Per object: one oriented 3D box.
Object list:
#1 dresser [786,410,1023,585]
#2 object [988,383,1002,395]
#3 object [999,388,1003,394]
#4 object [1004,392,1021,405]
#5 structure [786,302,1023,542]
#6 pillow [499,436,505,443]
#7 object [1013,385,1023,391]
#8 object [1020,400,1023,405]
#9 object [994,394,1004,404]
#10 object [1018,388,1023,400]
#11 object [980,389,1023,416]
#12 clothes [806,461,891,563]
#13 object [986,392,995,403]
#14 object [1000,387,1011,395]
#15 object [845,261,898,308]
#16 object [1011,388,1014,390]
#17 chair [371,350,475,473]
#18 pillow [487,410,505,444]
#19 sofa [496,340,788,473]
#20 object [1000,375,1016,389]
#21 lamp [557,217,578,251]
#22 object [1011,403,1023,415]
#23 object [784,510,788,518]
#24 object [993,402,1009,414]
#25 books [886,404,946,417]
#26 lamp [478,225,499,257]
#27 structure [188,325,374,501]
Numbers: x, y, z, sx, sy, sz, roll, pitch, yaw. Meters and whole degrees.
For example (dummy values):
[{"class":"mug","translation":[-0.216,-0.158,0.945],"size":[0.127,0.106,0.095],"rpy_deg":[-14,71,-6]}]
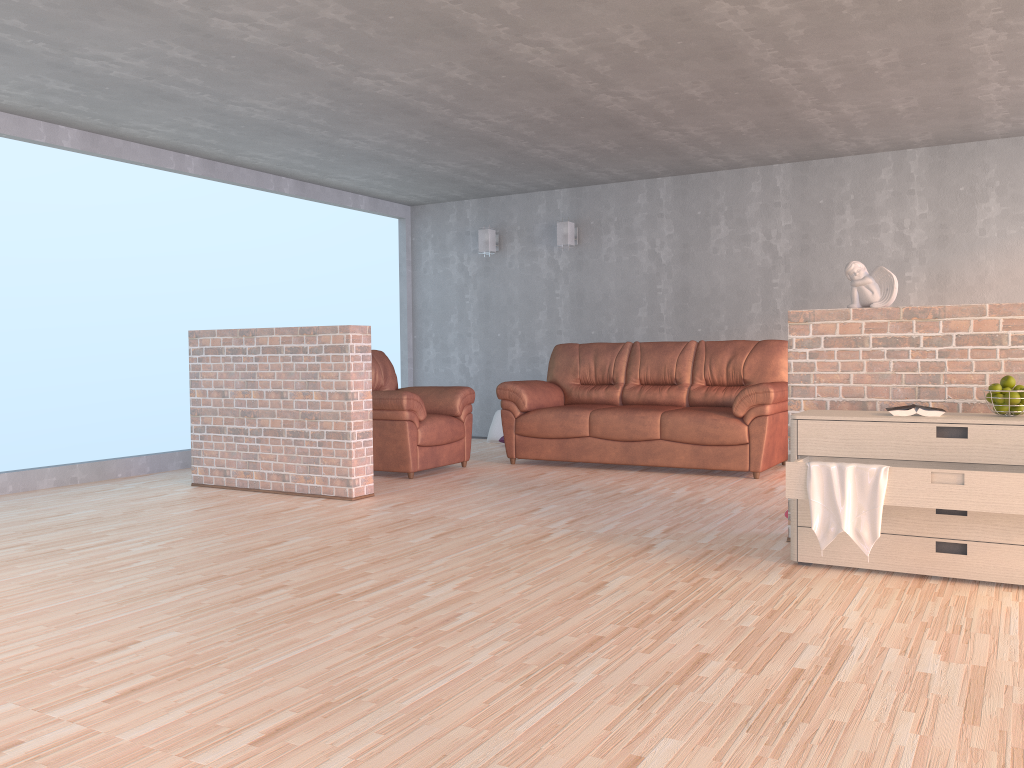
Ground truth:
[{"class":"dresser","translation":[1.901,0.436,3.260],"size":[1.686,0.612,0.605],"rpy_deg":[0,2,30]},{"class":"object","translation":[1.851,0.019,3.398],"size":[0.046,0.045,0.046],"rpy_deg":[0,2,29]},{"class":"object","translation":[1.892,0.029,3.447],"size":[0.054,0.053,0.049],"rpy_deg":[-2,2,-29]},{"class":"object","translation":[1.894,0.055,3.359],"size":[0.057,0.057,0.057],"rpy_deg":[-2,2,-27]},{"class":"structure","translation":[1.917,0.195,3.776],"size":[1.422,1.057,0.211],"rpy_deg":[0,2,30]},{"class":"pillow","translation":[0.113,0.514,8.474],"size":[0.365,0.130,0.392],"rpy_deg":[-2,3,-40]},{"class":"object","translation":[1.940,0.024,3.390],"size":[0.043,0.043,0.039],"rpy_deg":[0,2,15]},{"class":"object","translation":[1.962,0.057,3.403],"size":[0.053,0.054,0.053],"rpy_deg":[-2,2,-25]},{"class":"object","translation":[1.859,0.056,3.381],"size":[0.038,0.040,0.039],"rpy_deg":[1,2,38]},{"class":"object","translation":[1.936,0.038,3.348],"size":[0.046,0.047,0.047],"rpy_deg":[-1,2,-22]},{"class":"object","translation":[1.911,0.073,3.407],"size":[0.202,0.104,0.202],"rpy_deg":[0,2,23]},{"class":"clothes","translation":[1.255,0.477,3.300],"size":[0.325,0.369,0.097],"rpy_deg":[1,2,31]},{"class":"object","translation":[1.856,0.051,3.424],"size":[0.046,0.044,0.046],"rpy_deg":[0,2,26]},{"class":"object","translation":[1.889,0.031,3.392],"size":[0.039,0.038,0.039],"rpy_deg":[-2,2,-31]},{"class":"object","translation":[1.589,-0.442,3.934],"size":[0.216,0.218,0.131],"rpy_deg":[0,2,29]},{"class":"object","translation":[1.947,0.041,3.447],"size":[0.053,0.048,0.054],"rpy_deg":[1,2,37]},{"class":"chair","translation":[-0.903,0.173,6.749],"size":[0.936,0.879,0.970],"rpy_deg":[0,2,29]},{"class":"pillow","translation":[-0.070,0.425,8.752],"size":[0.327,0.326,0.241],"rpy_deg":[1,2,34]},{"class":"sofa","translation":[1.047,0.123,6.903],"size":[2.202,0.923,0.981],"rpy_deg":[0,2,30]},{"class":"object","translation":[1.909,-0.006,3.413],"size":[0.054,0.056,0.054],"rpy_deg":[0,2,30]},{"class":"lamp","translation":[0.526,-1.435,8.513],"size":[0.165,0.319,0.177],"rpy_deg":[0,2,30]},{"class":"object","translation":[1.928,0.095,3.380],"size":[0.046,0.048,0.048],"rpy_deg":[0,2,18]},{"class":"object","translation":[1.500,0.671,4.593],"size":[0.192,0.066,0.078],"rpy_deg":[-2,2,-24]},{"class":"object","translation":[1.883,0.089,3.411],"size":[0.059,0.055,0.060],"rpy_deg":[-1,2,-15]},{"class":"books","translation":[1.599,0.104,3.518],"size":[0.209,0.040,0.146],"rpy_deg":[0,2,20]},{"class":"lamp","translation":[-0.242,-1.441,8.951],"size":[0.165,0.319,0.168],"rpy_deg":[0,2,30]},{"class":"structure","translation":[-1.526,0.167,5.758],"size":[1.422,1.057,0.211],"rpy_deg":[0,2,30]}]
